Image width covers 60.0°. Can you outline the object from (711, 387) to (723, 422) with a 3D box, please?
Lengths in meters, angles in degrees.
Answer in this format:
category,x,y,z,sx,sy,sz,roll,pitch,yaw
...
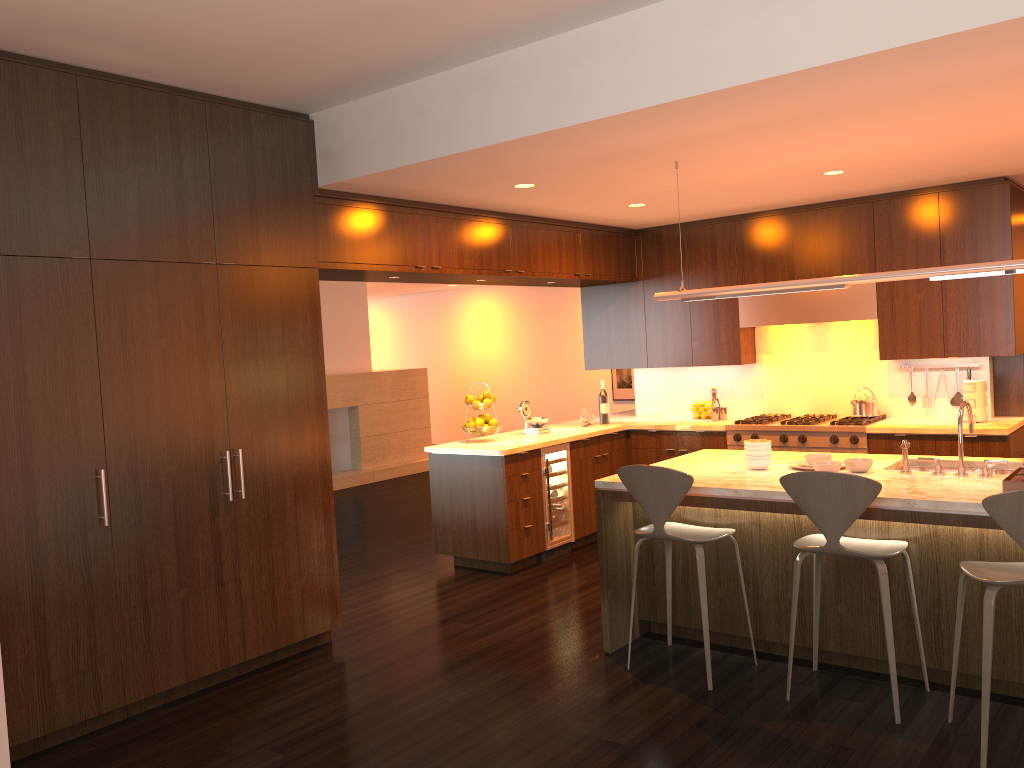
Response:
category,x,y,z,sx,sy,sz,roll,pitch,yaw
object,1.678,0.164,7.383,0.101,0.288,0.088,-4,3,-22

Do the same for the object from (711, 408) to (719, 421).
category,x,y,z,sx,sy,sz,roll,pitch,yaw
object,1.689,0.255,7.373,0.060,0.106,0.060,-4,3,-19

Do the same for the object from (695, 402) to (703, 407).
category,x,y,z,sx,sy,sz,roll,pitch,yaw
object,1.602,0.177,7.598,0.063,0.051,0.053,-2,3,29

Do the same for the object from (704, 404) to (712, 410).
category,x,y,z,sx,sy,sz,roll,pitch,yaw
object,1.672,0.197,7.571,0.061,0.052,0.053,-4,3,-5

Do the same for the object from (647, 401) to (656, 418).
category,x,y,z,sx,sy,sz,roll,pitch,yaw
object,1.258,0.229,7.998,0.079,0.154,0.079,-2,3,21

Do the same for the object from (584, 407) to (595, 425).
category,x,y,z,sx,sy,sz,roll,pitch,yaw
object,0.665,0.278,7.694,0.112,0.151,0.112,-5,3,-33

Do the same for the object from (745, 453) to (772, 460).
category,x,y,z,sx,sy,sz,roll,pitch,yaw
object,1.298,0.395,4.672,0.140,0.068,0.139,-2,3,21

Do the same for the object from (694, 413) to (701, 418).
category,x,y,z,sx,sy,sz,roll,pitch,yaw
object,1.606,0.270,7.671,0.061,0.053,0.053,-2,3,24

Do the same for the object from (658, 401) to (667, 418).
category,x,y,z,sx,sy,sz,roll,pitch,yaw
object,1.343,0.227,7.928,0.079,0.154,0.079,-2,3,21

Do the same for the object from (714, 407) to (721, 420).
category,x,y,z,sx,sy,sz,roll,pitch,yaw
object,1.740,0.247,7.480,0.060,0.106,0.060,-4,3,-19

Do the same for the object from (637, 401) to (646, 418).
category,x,y,z,sx,sy,sz,roll,pitch,yaw
object,1.175,0.231,8.067,0.079,0.154,0.079,-2,3,21

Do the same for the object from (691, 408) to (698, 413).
category,x,y,z,sx,sy,sz,roll,pitch,yaw
object,1.570,0.221,7.624,0.063,0.051,0.053,-1,3,40

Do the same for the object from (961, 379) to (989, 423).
category,x,y,z,sx,sy,sz,roll,pitch,yaw
object,3.244,0.116,6.230,0.168,0.304,0.160,-4,3,-8

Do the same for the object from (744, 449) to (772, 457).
category,x,y,z,sx,sy,sz,roll,pitch,yaw
object,1.297,0.373,4.671,0.140,0.062,0.139,-1,3,38

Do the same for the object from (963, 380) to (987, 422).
category,x,y,z,sx,sy,sz,roll,pitch,yaw
object,3.245,0.118,6.220,0.144,0.286,0.149,-2,3,20

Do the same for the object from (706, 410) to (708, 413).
category,x,y,z,sx,sy,sz,roll,pitch,yaw
object,1.691,0.229,7.616,0.051,0.053,0.062,-4,3,-11

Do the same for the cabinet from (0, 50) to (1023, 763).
category,x,y,z,sx,sy,sz,roll,pitch,yaw
cabinet,1.736,-0.188,5.250,5.521,2.997,7.728,-1,3,38

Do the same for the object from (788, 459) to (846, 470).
category,x,y,z,sx,sy,sz,roll,pitch,yaw
object,1.597,0.423,4.617,0.310,0.021,0.309,-1,3,38

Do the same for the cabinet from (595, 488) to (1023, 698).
category,x,y,z,sx,sy,sz,roll,pitch,yaw
cabinet,1.915,0.907,4.293,2.713,0.876,1.281,-1,3,38

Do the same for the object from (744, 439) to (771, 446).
category,x,y,z,sx,sy,sz,roll,pitch,yaw
object,1.294,0.330,4.670,0.139,0.062,0.140,-6,3,-43

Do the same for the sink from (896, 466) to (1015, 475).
category,x,y,z,sx,sy,sz,roll,pitch,yaw
sink,2.277,0.532,4.354,0.813,0.176,0.457,-1,3,38

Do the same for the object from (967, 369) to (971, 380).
category,x,y,z,sx,sy,sz,roll,pitch,yaw
object,3.319,0.028,6.432,0.063,0.281,0.063,-3,3,16

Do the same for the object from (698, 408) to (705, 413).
category,x,y,z,sx,sy,sz,roll,pitch,yaw
object,1.624,0.221,7.594,0.052,0.053,0.062,-1,3,43

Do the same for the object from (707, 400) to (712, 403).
category,x,y,z,sx,sy,sz,roll,pitch,yaw
object,1.713,0.165,7.675,0.050,0.060,0.059,-4,3,-19

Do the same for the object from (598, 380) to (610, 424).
category,x,y,z,sx,sy,sz,roll,pitch,yaw
object,0.793,0.158,7.671,0.095,0.378,0.094,-5,3,-26

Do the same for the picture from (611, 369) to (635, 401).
category,x,y,z,sx,sy,sz,roll,pitch,yaw
picture,1.544,-0.367,12.349,0.398,1.200,0.012,-1,3,38

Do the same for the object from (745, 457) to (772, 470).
category,x,y,z,sx,sy,sz,roll,pitch,yaw
object,1.299,0.419,4.674,0.140,0.059,0.139,-2,3,30

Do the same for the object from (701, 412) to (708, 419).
category,x,y,z,sx,sy,sz,roll,pitch,yaw
object,1.644,0.271,7.589,0.064,0.063,0.074,-3,2,2

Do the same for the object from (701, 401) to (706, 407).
category,x,y,z,sx,sy,sz,roll,pitch,yaw
object,1.649,0.169,7.634,0.051,0.053,0.063,-4,3,-17

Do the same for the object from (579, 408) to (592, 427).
category,x,y,z,sx,sy,sz,roll,pitch,yaw
object,0.628,0.287,7.545,0.112,0.151,0.112,-5,3,-33

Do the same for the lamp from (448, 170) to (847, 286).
category,x,y,z,sx,sy,sz,roll,pitch,yaw
lamp,-2.354,-1.376,10.860,16.431,0.171,5.868,-1,3,38

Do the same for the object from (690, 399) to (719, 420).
category,x,y,z,sx,sy,sz,roll,pitch,yaw
object,1.661,0.211,7.639,0.207,0.175,0.189,-1,3,36

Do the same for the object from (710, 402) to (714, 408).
category,x,y,z,sx,sy,sz,roll,pitch,yaw
object,1.715,0.181,7.609,0.051,0.053,0.063,-4,3,-6

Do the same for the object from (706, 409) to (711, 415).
category,x,y,z,sx,sy,sz,roll,pitch,yaw
object,1.682,0.244,7.548,0.061,0.054,0.052,-6,3,-41

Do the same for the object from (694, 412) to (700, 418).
category,x,y,z,sx,sy,sz,roll,pitch,yaw
object,1.589,0.267,7.615,0.060,0.057,0.052,-4,3,-17

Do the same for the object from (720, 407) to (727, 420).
category,x,y,z,sx,sy,sz,roll,pitch,yaw
object,1.769,0.249,7.410,0.060,0.106,0.060,-4,3,-19

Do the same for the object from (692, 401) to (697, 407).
category,x,y,z,sx,sy,sz,roll,pitch,yaw
object,1.582,0.180,7.647,0.052,0.060,0.057,-5,3,-30

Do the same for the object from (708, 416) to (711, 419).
category,x,y,z,sx,sy,sz,roll,pitch,yaw
object,1.702,0.269,7.585,0.051,0.053,0.063,-4,3,-11

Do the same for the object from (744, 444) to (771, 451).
category,x,y,z,sx,sy,sz,roll,pitch,yaw
object,1.295,0.351,4.670,0.140,0.064,0.139,-3,3,13

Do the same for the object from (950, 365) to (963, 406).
category,x,y,z,sx,sy,sz,roll,pitch,yaw
object,3.268,0.014,6.493,0.112,0.303,0.036,-1,3,38

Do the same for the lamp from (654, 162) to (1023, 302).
category,x,y,z,sx,sy,sz,roll,pitch,yaw
lamp,1.771,-0.856,4.205,2.465,0.765,0.120,-1,3,38

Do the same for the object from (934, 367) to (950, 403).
category,x,y,z,sx,sy,sz,roll,pitch,yaw
object,3.171,0.009,6.548,0.114,0.271,0.008,-1,3,38
